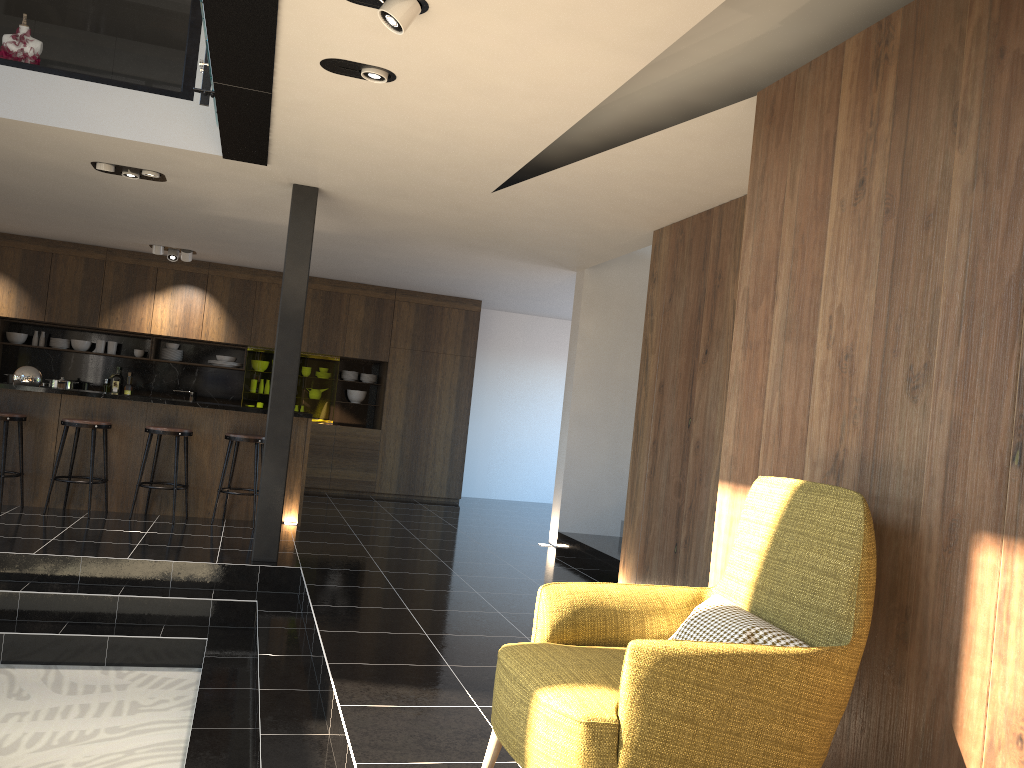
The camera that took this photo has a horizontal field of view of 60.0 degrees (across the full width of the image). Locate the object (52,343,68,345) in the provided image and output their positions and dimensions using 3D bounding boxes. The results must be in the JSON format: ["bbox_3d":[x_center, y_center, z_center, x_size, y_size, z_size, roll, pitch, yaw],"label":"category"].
[{"bbox_3d":[-5.536,-0.477,10.856,0.220,0.033,0.220,7,-2,-20],"label":"object"}]

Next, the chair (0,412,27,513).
[{"bbox_3d":[-4.284,0.635,7.343,0.412,0.799,0.412,6,-1,-7],"label":"chair"}]

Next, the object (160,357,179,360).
[{"bbox_3d":[-4.342,-0.310,11.290,0.269,0.024,0.269,5,-2,22],"label":"object"}]

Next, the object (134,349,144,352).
[{"bbox_3d":[-4.676,-0.390,11.118,0.122,0.072,0.122,6,-2,9],"label":"object"}]

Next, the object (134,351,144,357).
[{"bbox_3d":[-4.679,-0.366,11.117,0.122,0.072,0.122,6,-2,9],"label":"object"}]

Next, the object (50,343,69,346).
[{"bbox_3d":[-5.537,-0.466,10.856,0.220,0.033,0.220,7,-2,-20],"label":"object"}]

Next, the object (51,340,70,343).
[{"bbox_3d":[-5.533,-0.510,10.857,0.220,0.033,0.220,7,-2,-20],"label":"object"}]

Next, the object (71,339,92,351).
[{"bbox_3d":[-5.315,-0.466,10.930,0.234,0.138,0.234,6,-2,3],"label":"object"}]

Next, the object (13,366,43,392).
[{"bbox_3d":[-4.173,-0.043,7.642,0.227,0.228,0.227,5,-2,34],"label":"object"}]

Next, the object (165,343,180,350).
[{"bbox_3d":[-4.328,-0.471,11.292,0.168,0.087,0.168,6,-2,3],"label":"object"}]

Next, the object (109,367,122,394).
[{"bbox_3d":[-4.982,0.005,11.118,0.133,0.451,0.116,6,-1,-16],"label":"object"}]

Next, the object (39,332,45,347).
[{"bbox_3d":[-5.724,-0.545,10.809,0.060,0.185,0.060,5,-2,42],"label":"object"}]

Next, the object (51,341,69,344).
[{"bbox_3d":[-5.534,-0.500,10.857,0.220,0.033,0.220,7,-2,-20],"label":"object"}]

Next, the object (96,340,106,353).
[{"bbox_3d":[-5.093,-0.459,10.971,0.109,0.161,0.109,7,-2,-34],"label":"object"}]

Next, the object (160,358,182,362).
[{"bbox_3d":[-4.343,-0.302,11.290,0.269,0.024,0.269,5,-2,22],"label":"object"}]

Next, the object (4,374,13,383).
[{"bbox_3d":[-5.920,-0.041,10.628,0.236,0.218,0.255,5,-2,32],"label":"object"}]

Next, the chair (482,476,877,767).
[{"bbox_3d":[0.487,0.808,2.671,1.031,1.097,0.807,6,-2,-17],"label":"chair"}]

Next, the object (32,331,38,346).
[{"bbox_3d":[-5.796,-0.553,10.788,0.060,0.185,0.060,6,-1,15],"label":"object"}]

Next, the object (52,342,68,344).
[{"bbox_3d":[-5.535,-0.489,10.856,0.220,0.033,0.220,7,-2,-20],"label":"object"}]

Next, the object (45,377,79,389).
[{"bbox_3d":[-5.373,0.024,10.573,0.278,0.218,0.301,5,-2,17],"label":"object"}]

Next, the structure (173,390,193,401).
[{"bbox_3d":[-4.083,0.205,10.985,0.243,0.231,0.173,6,-2,-16],"label":"structure"}]

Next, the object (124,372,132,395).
[{"bbox_3d":[-4.836,0.050,11.169,0.077,0.395,0.077,5,-1,26],"label":"object"}]

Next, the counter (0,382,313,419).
[{"bbox_3d":[-3.637,0.104,7.992,3.575,0.041,0.698,7,-2,-16],"label":"counter"}]

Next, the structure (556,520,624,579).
[{"bbox_3d":[2.454,0.163,5.615,1.965,3.016,6.662,6,-2,-16],"label":"structure"}]

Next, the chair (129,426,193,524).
[{"bbox_3d":[-3.024,0.780,7.713,0.412,0.799,0.412,6,-1,-7],"label":"chair"}]

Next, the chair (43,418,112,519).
[{"bbox_3d":[-3.654,0.707,7.528,0.412,0.799,0.412,6,-1,-7],"label":"chair"}]

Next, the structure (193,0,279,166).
[{"bbox_3d":[-2.080,-0.427,1.906,3.449,4.867,7.279,6,-2,-17],"label":"structure"}]

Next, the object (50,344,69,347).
[{"bbox_3d":[-5.539,-0.454,10.856,0.220,0.033,0.220,7,-2,-20],"label":"object"}]

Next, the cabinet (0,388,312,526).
[{"bbox_3d":[-3.689,0.620,7.981,3.565,0.993,0.698,7,-2,-16],"label":"cabinet"}]

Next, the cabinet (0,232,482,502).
[{"bbox_3d":[-3.946,-0.145,11.163,6.895,2.689,0.869,7,-1,-16],"label":"cabinet"}]

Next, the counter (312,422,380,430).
[{"bbox_3d":[-3.994,0.339,11.158,4.593,0.005,0.862,7,-2,-16],"label":"counter"}]

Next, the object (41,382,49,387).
[{"bbox_3d":[-5.654,0.025,10.611,0.195,0.143,0.210,5,-2,32],"label":"object"}]

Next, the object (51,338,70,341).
[{"bbox_3d":[-5.530,-0.535,10.857,0.220,0.033,0.220,7,-2,-20],"label":"object"}]

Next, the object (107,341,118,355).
[{"bbox_3d":[-4.965,-0.445,11.009,0.109,0.161,0.109,6,-2,-4],"label":"object"}]

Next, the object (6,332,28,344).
[{"bbox_3d":[-5.996,-0.547,10.730,0.234,0.138,0.234,6,-2,-13],"label":"object"}]

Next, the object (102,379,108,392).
[{"bbox_3d":[-5.085,0.075,11.084,0.058,0.287,0.058,6,-1,-3],"label":"object"}]

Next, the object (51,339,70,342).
[{"bbox_3d":[-5.531,-0.523,10.857,0.220,0.033,0.220,7,-2,-20],"label":"object"}]

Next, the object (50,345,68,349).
[{"bbox_3d":[-5.540,-0.442,10.855,0.220,0.033,0.220,7,-2,-20],"label":"object"}]

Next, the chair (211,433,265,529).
[{"bbox_3d":[-2.395,0.853,7.899,0.412,0.799,0.412,6,-1,-7],"label":"chair"}]
